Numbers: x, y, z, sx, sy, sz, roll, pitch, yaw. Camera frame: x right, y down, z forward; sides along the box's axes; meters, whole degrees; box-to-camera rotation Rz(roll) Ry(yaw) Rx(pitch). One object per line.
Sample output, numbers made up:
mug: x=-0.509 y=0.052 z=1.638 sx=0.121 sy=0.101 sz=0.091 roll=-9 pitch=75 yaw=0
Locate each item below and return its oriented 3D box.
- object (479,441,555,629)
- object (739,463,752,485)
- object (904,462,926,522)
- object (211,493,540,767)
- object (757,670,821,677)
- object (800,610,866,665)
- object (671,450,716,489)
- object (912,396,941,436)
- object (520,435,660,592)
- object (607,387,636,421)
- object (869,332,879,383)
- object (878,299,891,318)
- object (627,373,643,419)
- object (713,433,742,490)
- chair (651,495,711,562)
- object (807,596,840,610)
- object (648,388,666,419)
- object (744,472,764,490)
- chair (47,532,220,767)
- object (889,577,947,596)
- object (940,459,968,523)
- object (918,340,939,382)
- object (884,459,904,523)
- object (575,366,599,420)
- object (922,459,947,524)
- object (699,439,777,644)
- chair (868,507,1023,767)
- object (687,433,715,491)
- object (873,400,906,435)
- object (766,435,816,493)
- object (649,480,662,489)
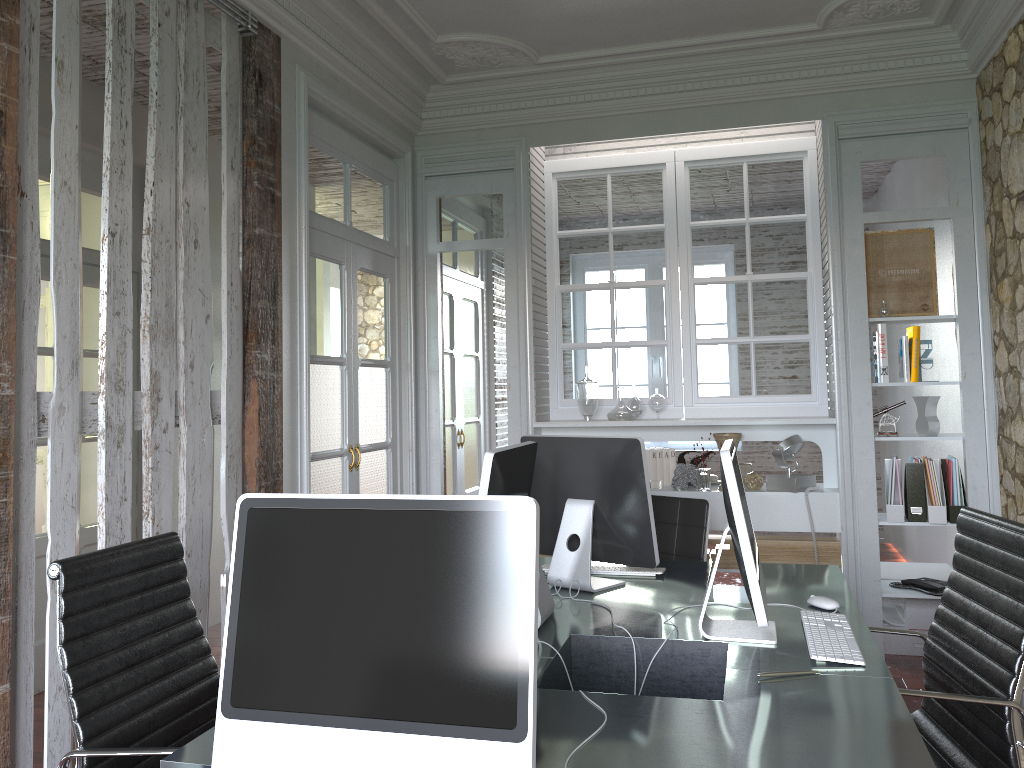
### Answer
object: x=0.001 y=0.413 z=2.439 sx=0.189 sy=0.487 sz=0.483 roll=-2 pitch=-2 yaw=15
object: x=1.181 y=0.451 z=4.658 sx=0.159 sy=0.153 sz=0.215 roll=-1 pitch=-2 yaw=0
object: x=1.932 y=0.507 z=4.256 sx=0.078 sy=0.279 sz=0.245 roll=-3 pitch=-3 yaw=20
object: x=-0.193 y=0.409 z=1.314 sx=0.483 sy=0.487 sz=0.189 roll=-2 pitch=-3 yaw=15
object: x=0.606 y=0.633 z=1.937 sx=0.149 sy=0.011 sz=0.011 roll=-1 pitch=-2 yaw=-9
object: x=0.794 y=0.627 z=2.212 sx=0.118 sy=0.017 sz=0.438 roll=-1 pitch=-1 yaw=15
object: x=0.928 y=0.443 z=4.594 sx=0.158 sy=0.180 sz=0.383 roll=-3 pitch=-2 yaw=41
object: x=1.985 y=0.153 z=4.233 sx=0.063 sy=0.189 sz=0.126 roll=-1 pitch=-3 yaw=-12
object: x=0.230 y=0.412 z=2.896 sx=0.483 sy=0.487 sz=0.189 roll=-3 pitch=-4 yaw=40
object: x=0.565 y=0.115 z=4.585 sx=0.148 sy=0.201 sz=0.147 roll=-1 pitch=-3 yaw=-2
object: x=1.754 y=-0.129 z=4.367 sx=0.078 sy=0.250 sz=0.115 roll=-2 pitch=-3 yaw=15
object: x=1.782 y=-0.362 z=4.238 sx=0.056 sy=0.090 sz=0.055 roll=-2 pitch=-3 yaw=18
object: x=0.648 y=0.078 z=4.688 sx=0.088 sy=0.272 sz=0.087 roll=-2 pitch=-3 yaw=10
object: x=1.082 y=0.388 z=4.431 sx=0.143 sy=0.279 sz=0.143 roll=-3 pitch=-3 yaw=29
chair: x=0.459 y=0.931 z=3.477 sx=0.601 sy=0.922 sz=0.474 roll=1 pitch=-4 yaw=-45
object: x=0.886 y=0.622 z=2.527 sx=0.059 sy=0.028 sz=0.106 roll=-1 pitch=-1 yaw=-24
object: x=0.771 y=0.118 z=4.699 sx=0.094 sy=0.188 sz=0.094 roll=-1 pitch=-3 yaw=-10
object: x=1.201 y=0.481 z=4.398 sx=0.091 sy=0.088 sz=0.093 roll=0 pitch=-3 yaw=-38
chair: x=-0.659 y=0.889 z=1.990 sx=0.699 sy=1.026 sz=0.663 roll=-2 pitch=-3 yaw=9
object: x=1.995 y=0.960 z=4.246 sx=0.237 sy=0.040 sz=0.293 roll=-1 pitch=-1 yaw=-29
object: x=2.092 y=0.503 z=4.191 sx=0.078 sy=0.279 sz=0.238 roll=-2 pitch=-3 yaw=19
object: x=2.012 y=-0.135 z=4.298 sx=0.078 sy=0.250 sz=0.115 roll=-2 pitch=-3 yaw=15
object: x=1.842 y=0.509 z=4.267 sx=0.078 sy=0.279 sz=0.238 roll=-3 pitch=-3 yaw=23
object: x=0.401 y=0.061 z=4.715 sx=0.128 sy=0.316 sz=0.129 roll=-4 pitch=-4 yaw=40
object: x=2.002 y=0.505 z=4.199 sx=0.078 sy=0.279 sz=0.238 roll=-3 pitch=-3 yaw=21
object: x=0.581 y=0.399 z=2.310 sx=0.189 sy=0.487 sz=0.483 roll=-2 pitch=-2 yaw=15
chair: x=0.967 y=0.855 z=2.214 sx=0.699 sy=1.026 sz=0.663 roll=-2 pitch=-3 yaw=11
object: x=0.961 y=0.386 z=4.413 sx=0.128 sy=0.288 sz=0.128 roll=0 pitch=-3 yaw=-18
object: x=1.795 y=0.161 z=4.256 sx=0.177 sy=0.162 sz=0.092 roll=-3 pitch=-3 yaw=43
object: x=1.367 y=0.385 z=4.359 sx=0.188 sy=0.273 sz=0.166 roll=1 pitch=-4 yaw=-40
object: x=0.726 y=0.510 z=4.472 sx=0.066 sy=0.041 sz=0.066 roll=-1 pitch=-2 yaw=-27
